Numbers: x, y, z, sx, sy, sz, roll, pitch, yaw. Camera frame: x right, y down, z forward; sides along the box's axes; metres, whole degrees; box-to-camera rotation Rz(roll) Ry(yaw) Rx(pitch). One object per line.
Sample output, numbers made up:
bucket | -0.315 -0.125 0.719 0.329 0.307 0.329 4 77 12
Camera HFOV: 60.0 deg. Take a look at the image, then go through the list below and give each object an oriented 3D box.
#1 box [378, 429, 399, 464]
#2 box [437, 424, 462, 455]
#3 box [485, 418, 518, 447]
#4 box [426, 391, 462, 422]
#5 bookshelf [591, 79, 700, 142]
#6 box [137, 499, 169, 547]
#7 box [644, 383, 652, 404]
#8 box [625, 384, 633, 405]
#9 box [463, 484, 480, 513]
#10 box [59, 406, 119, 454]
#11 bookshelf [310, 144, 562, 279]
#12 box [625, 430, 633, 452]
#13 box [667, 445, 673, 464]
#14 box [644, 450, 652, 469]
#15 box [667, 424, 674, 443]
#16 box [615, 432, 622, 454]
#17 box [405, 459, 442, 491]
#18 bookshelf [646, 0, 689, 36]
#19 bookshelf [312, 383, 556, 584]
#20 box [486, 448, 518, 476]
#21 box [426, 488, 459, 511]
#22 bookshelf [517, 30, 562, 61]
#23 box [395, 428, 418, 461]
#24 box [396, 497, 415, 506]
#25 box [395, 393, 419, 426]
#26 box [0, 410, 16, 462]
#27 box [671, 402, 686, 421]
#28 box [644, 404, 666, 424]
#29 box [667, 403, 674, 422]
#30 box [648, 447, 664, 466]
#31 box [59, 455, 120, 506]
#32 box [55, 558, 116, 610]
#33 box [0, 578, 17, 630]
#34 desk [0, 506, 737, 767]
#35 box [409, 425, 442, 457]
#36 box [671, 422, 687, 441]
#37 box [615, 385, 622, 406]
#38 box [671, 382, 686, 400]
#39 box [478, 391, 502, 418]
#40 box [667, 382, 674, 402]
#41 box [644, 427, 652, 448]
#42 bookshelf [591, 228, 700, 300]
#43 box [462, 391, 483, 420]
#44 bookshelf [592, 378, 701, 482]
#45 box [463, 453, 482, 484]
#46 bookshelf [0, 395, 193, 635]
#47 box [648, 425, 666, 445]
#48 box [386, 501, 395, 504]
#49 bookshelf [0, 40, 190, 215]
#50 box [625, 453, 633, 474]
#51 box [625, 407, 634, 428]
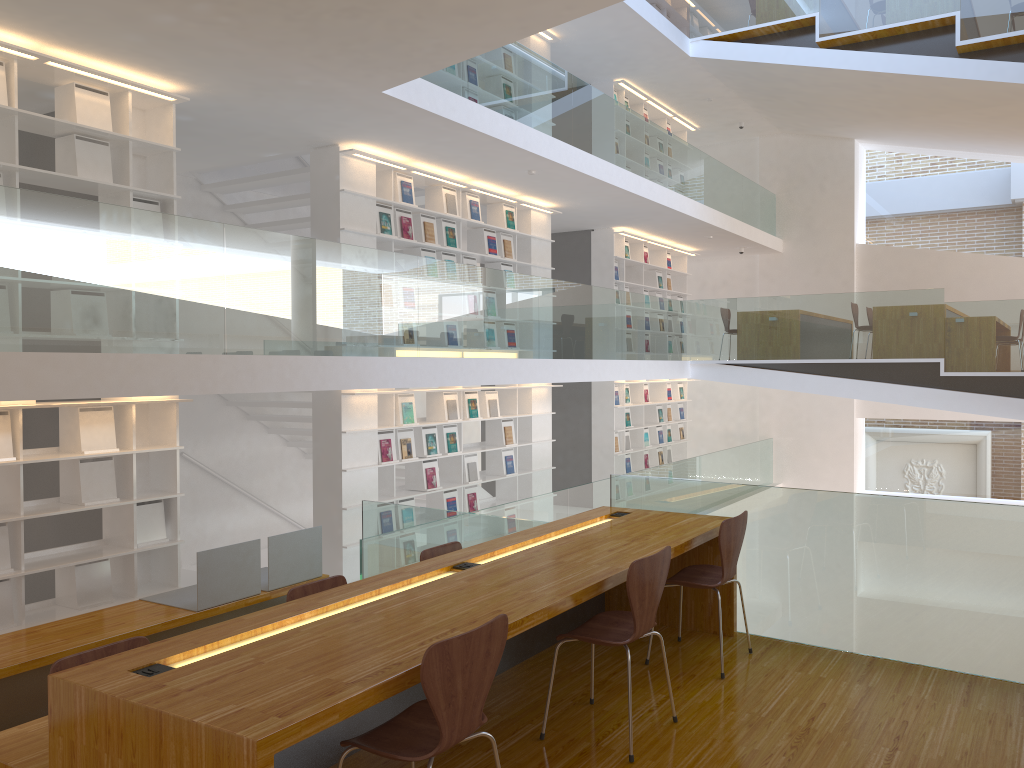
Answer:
box | -1.222 0.574 8.154 0.274 0.296 0.245 0 1 32
box | -0.690 0.557 9.009 0.274 0.296 0.245 0 1 32
box | -0.115 0.538 9.932 0.274 0.296 0.245 0 1 32
box | -0.688 0.228 9.009 0.274 0.296 0.245 0 1 32
bookshelf | 2.093 -3.299 13.426 0.498 1.836 2.984 0 1 32
box | -2.562 0.945 6.126 0.274 0.296 0.245 0 1 32
box | 1.922 0.139 13.312 0.274 0.296 0.245 0 1 32
box | 1.561 0.152 12.738 0.274 0.296 0.245 0 1 32
box | -0.491 1.208 9.335 0.274 0.296 0.245 0 1 32
box | -2.763 0.295 5.797 0.274 0.296 0.245 0 1 32
bookshelf | -0.577 -1.164 9.167 0.498 1.836 3.666 0 1 32
box | 1.565 0.809 12.751 0.274 0.296 0.245 0 1 32
box | 2.416 1.110 14.121 0.274 0.296 0.245 0 1 32
box | 1.928 1.126 13.337 0.274 0.296 0.245 0 1 32
box | 2.405 0.781 14.099 0.274 0.296 0.245 0 1 32
box | 1.366 0.815 12.432 0.274 0.296 0.245 0 1 32
box | -0.868 0.885 8.727 0.274 0.296 0.245 0 1 32
bookshelf | 2.084 -5.314 13.391 0.498 1.836 2.984 0 1 32
bookshelf | -0.611 0.896 9.231 0.397 1.836 3.666 0 1 32
box | -0.113 0.867 9.939 0.274 0.296 0.245 0 1 32
box | -0.689 1.215 9.017 0.274 0.296 0.245 0 1 32
bookshelf | -0.586 -3.210 9.131 0.498 1.836 3.666 0 1 32
box | -1.072 0.569 8.419 0.274 0.296 0.245 0 1 32
box | -1.061 1.227 8.420 0.274 0.296 0.245 0 1 32
box | -1.063 0.240 8.407 0.274 0.296 0.245 0 1 32
box | -3.119 0.305 5.220 0.274 0.296 0.245 0 1 32
box | 2.686 0.443 14.547 0.274 0.296 0.245 0 1 32
box | 2.217 0.459 13.794 0.274 0.296 0.245 0 1 32
box | 2.408 0.452 14.101 0.274 0.296 0.245 0 1 32
box | 2.227 1.116 13.817 0.274 0.296 0.245 0 1 32
box | -2.762 0.622 5.801 0.274 0.296 0.245 0 1 32
box | -2.780 1.280 5.780 0.274 0.296 0.245 0 1 32
box | -3.121 1.292 5.232 0.274 0.296 0.245 0 1 32
desk | -0.219 1.167 3.562 1.285 0.918 3.236 0 1 32
box | -0.872 0.556 8.716 0.274 0.296 0.245 0 1 32
box | 2.695 0.771 14.564 0.274 0.296 0.245 0 1 32
box | 1.364 0.161 12.421 0.274 0.296 0.245 0 1 32
box | 2.685 0.115 14.541 0.274 0.296 0.245 0 1 32
box | -2.091 2.019 6.763 0.498 3.764 7.125 0 1 32
box | 2.407 0.125 14.095 0.274 0.296 0.245 0 1 32
box | 1.934 0.797 13.343 0.274 0.296 0.245 0 1 32
bookshelf | 2.103 -1.253 13.462 0.498 1.836 2.984 0 1 32
box | -0.490 0.222 9.326 0.274 0.296 0.245 0 1 32
bookshelf | 2.112 0.808 13.499 0.498 1.836 2.984 0 1 32
box | -0.495 0.880 9.325 0.274 0.296 0.245 0 1 32
bookshelf | -3.191 0.982 4.987 0.498 1.836 2.984 0 1 32
box | 2.219 0.787 13.800 0.274 0.296 0.245 0 1 32
box | -1.217 1.232 8.169 0.274 0.296 0.245 0 1 32
bookshelf | -3.200 -1.078 4.950 0.498 1.836 2.984 0 1 32
box | 1.587 1.137 12.789 0.274 0.296 0.245 0 1 32
box | 1.575 0.475 12.764 0.274 0.296 0.245 0 1 32
